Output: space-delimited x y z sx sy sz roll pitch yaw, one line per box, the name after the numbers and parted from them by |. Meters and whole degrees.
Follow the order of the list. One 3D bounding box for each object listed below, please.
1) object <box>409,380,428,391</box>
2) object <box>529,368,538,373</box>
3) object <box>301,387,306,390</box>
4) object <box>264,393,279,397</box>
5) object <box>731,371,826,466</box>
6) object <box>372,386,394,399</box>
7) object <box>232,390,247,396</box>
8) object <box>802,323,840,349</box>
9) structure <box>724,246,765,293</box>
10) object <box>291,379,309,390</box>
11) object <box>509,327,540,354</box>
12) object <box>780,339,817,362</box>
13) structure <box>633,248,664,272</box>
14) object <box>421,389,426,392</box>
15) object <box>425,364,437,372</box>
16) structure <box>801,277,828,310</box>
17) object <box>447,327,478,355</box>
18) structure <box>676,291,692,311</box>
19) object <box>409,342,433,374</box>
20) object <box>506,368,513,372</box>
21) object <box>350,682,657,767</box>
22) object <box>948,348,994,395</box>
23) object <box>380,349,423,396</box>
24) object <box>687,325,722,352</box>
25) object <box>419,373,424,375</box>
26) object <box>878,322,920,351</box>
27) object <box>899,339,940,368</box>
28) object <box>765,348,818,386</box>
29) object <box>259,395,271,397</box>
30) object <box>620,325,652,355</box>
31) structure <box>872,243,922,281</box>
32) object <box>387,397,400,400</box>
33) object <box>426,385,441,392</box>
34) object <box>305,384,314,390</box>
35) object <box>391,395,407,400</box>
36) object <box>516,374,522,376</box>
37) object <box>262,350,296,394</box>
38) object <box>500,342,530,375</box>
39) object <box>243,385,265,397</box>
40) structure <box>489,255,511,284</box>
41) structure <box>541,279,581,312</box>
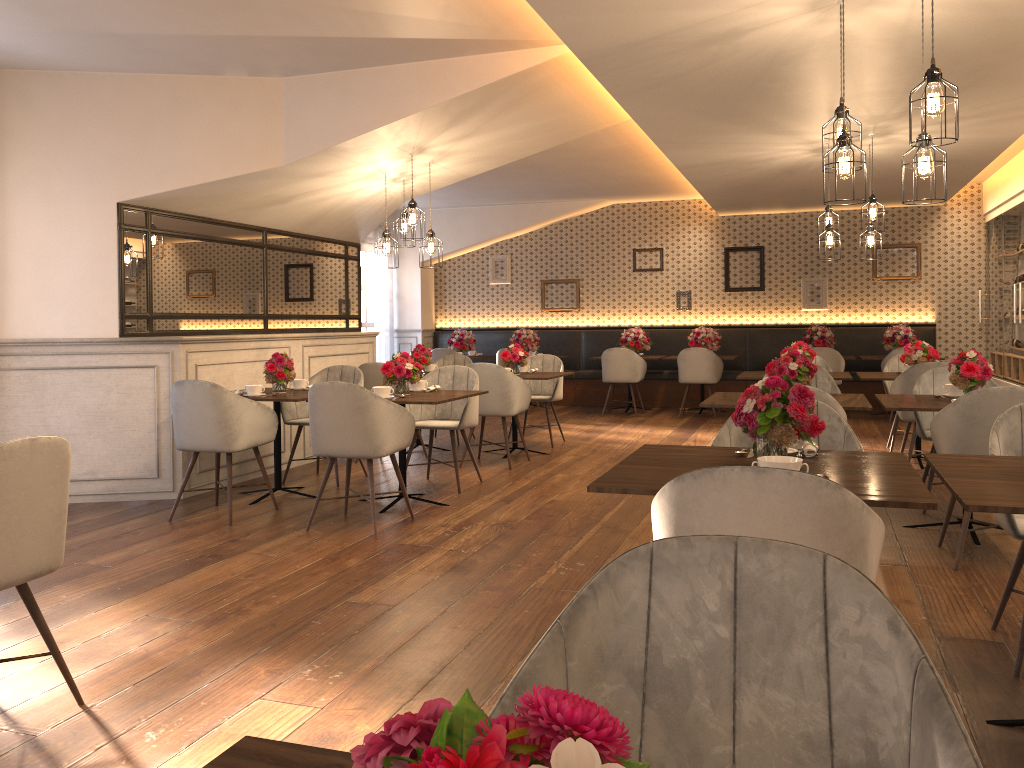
-0.654 0.013 6.161 0.148 0.072 0.148 -1 3 -14 | object
0.203 -0.126 8.321 0.056 0.039 0.176 0 4 19 | object
-1.476 0.029 6.432 0.025 0.024 0.193 0 4 19 | object
-1.604 0.074 5.863 0.043 0.015 0.197 1 4 23 | object
0.824 0.108 2.796 0.234 0.301 0.305 -2 3 -38 | object
-0.816 0.055 5.573 0.148 0.072 0.148 -1 3 -14 | object
-1.818 0.061 5.915 0.056 0.039 0.176 0 4 19 | object
3.824 -0.548 11.053 0.420 0.425 0.406 -2 2 -29 | object
3.230 -1.594 12.305 0.544 0.632 0.035 0 1 19 | structure
-1.548 0.003 6.466 0.148 0.072 0.148 -1 3 -14 | object
0.181 -0.586 12.293 0.419 0.425 0.406 0 2 7 | object
2.455 -0.235 7.581 0.305 0.301 0.234 -1 2 -4 | object
1.960 -1.784 12.739 0.449 0.345 0.016 0 1 19 | structure
-0.581 0.039 6.127 0.025 0.024 0.193 0 4 19 | object
-0.800 -0.154 8.663 0.148 0.072 0.148 -1 3 -14 | object
4.103 -1.221 12.005 0.340 0.440 0.034 0 1 19 | structure
-0.715 -0.596 12.604 0.420 0.425 0.406 -2 2 -29 | object
2.445 -1.182 12.579 0.216 0.277 0.018 0 1 19 | structure
-0.862 -0.244 8.305 0.234 0.301 0.305 -1 2 -6 | object
-0.067 -0.103 7.770 0.148 0.072 0.148 -1 3 -14 | object
0.021 0.279 0.401 0.234 0.301 0.305 -1 2 -24 | object
2.547 -0.055 4.899 0.234 0.301 0.305 0 2 21 | object
-0.718 -0.078 5.817 0.234 0.301 0.305 1 3 38 | object
2.500 -0.561 11.491 0.419 0.425 0.406 0 2 21 | object
-0.855 -0.084 8.060 0.043 0.015 0.197 1 4 23 | object
4.717 -0.539 10.760 0.420 0.425 0.406 -2 2 -28 | object
3.343 -0.223 7.245 0.305 0.301 0.234 1 3 41 | object
1.655 -0.067 5.235 0.305 0.301 0.234 -1 2 -4 | object
-1.628 0.079 5.878 0.022 0.004 0.211 1 4 19 | object
1.651 -0.576 11.886 0.420 0.425 0.406 -2 2 -28 | object
5.069 -1.605 11.670 0.601 0.485 0.032 0 1 19 | structure
-0.734 0.089 5.573 0.022 0.004 0.211 1 4 19 | object
-0.546 0.031 6.124 0.056 0.039 0.176 0 4 19 | object
-1.440 0.022 6.429 0.056 0.039 0.176 0 4 19 | object
-0.710 0.084 5.558 0.043 0.015 0.197 1 4 23 | object
0.039 -0.074 7.755 0.043 0.015 0.197 1 4 23 | object
-1.611 -0.087 6.109 0.234 0.301 0.305 -1 2 -6 | object
0.030 -0.235 8.014 0.234 0.301 0.305 1 3 38 | object
-1.711 0.045 5.878 0.148 0.072 0.148 -1 3 -14 | object
-0.184 -1.740 13.461 0.340 0.440 0.034 0 1 19 | structure
0.720 -1.313 13.157 0.601 0.485 0.032 0 1 19 | structure
